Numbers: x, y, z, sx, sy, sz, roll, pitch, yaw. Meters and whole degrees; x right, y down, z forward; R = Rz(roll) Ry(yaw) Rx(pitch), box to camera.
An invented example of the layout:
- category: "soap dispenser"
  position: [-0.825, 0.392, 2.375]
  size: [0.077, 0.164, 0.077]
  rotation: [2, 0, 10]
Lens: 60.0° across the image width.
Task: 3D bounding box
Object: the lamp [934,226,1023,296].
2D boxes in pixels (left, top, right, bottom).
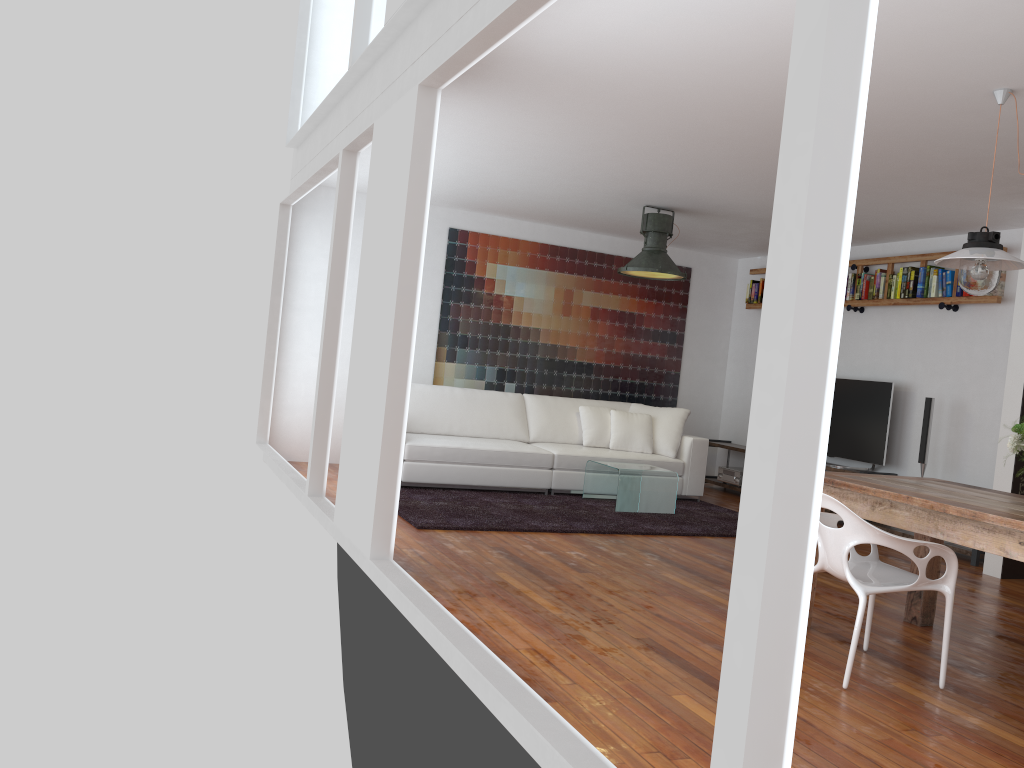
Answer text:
- category: "lamp"
  position: [2.063, -0.541, 3.900]
  size: [0.372, 0.306, 0.372]
  rotation: [5, 1, -29]

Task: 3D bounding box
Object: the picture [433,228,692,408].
- category: "picture"
  position: [0.555, -0.311, 9.038]
  size: [2.770, 2.136, 0.007]
  rotation: [6, 1, -23]

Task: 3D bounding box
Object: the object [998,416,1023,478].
- category: "object"
  position: [2.170, 0.269, 3.511]
  size: [0.432, 0.476, 0.371]
  rotation: [7, 1, 19]

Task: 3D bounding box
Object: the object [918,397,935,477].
- category: "object"
  position: [3.265, 0.450, 6.986]
  size: [0.089, 0.687, 0.089]
  rotation: [6, 1, -13]

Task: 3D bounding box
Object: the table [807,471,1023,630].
- category: "table"
  position: [2.074, 0.868, 3.537]
  size: [0.969, 0.735, 1.910]
  rotation: [6, 1, -23]

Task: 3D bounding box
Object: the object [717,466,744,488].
- category: "object"
  position: [2.371, 0.960, 9.100]
  size: [0.400, 0.170, 0.350]
  rotation: [5, 1, -24]

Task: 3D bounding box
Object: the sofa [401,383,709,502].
- category: "sofa"
  position: [0.180, 0.509, 7.912]
  size: [3.086, 0.842, 0.987]
  rotation: [6, 1, -23]

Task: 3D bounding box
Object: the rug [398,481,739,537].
- category: "rug"
  position: [0.508, 0.981, 7.040]
  size: [3.193, 0.019, 1.895]
  rotation: [6, 1, -23]

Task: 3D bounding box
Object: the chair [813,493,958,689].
- category: "chair"
  position: [1.425, 0.807, 3.597]
  size: [0.505, 0.710, 0.577]
  rotation: [6, 1, -18]

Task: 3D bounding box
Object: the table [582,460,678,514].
- category: "table"
  position: [0.973, 0.844, 7.333]
  size: [0.551, 0.337, 0.565]
  rotation: [6, 1, -23]

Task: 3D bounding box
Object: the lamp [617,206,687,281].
- category: "lamp"
  position: [1.189, -1.175, 7.352]
  size: [0.572, 0.561, 0.572]
  rotation: [6, 1, -18]

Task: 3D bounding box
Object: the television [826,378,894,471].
- category: "television"
  position: [2.926, 0.342, 7.990]
  size: [0.298, 0.786, 1.230]
  rotation: [6, 1, -23]

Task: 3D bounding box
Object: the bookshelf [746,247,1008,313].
- category: "bookshelf"
  position: [3.127, -0.880, 8.018]
  size: [0.161, 0.465, 2.983]
  rotation: [6, 1, -23]

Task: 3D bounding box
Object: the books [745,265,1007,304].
- category: "books"
  position: [3.960, -1.623, 6.850]
  size: [0.733, 1.974, 5.671]
  rotation: [5, 2, -34]

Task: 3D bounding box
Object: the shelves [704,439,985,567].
- category: "shelves"
  position: [2.854, 0.963, 8.005]
  size: [0.414, 0.506, 3.473]
  rotation: [6, 1, -23]
